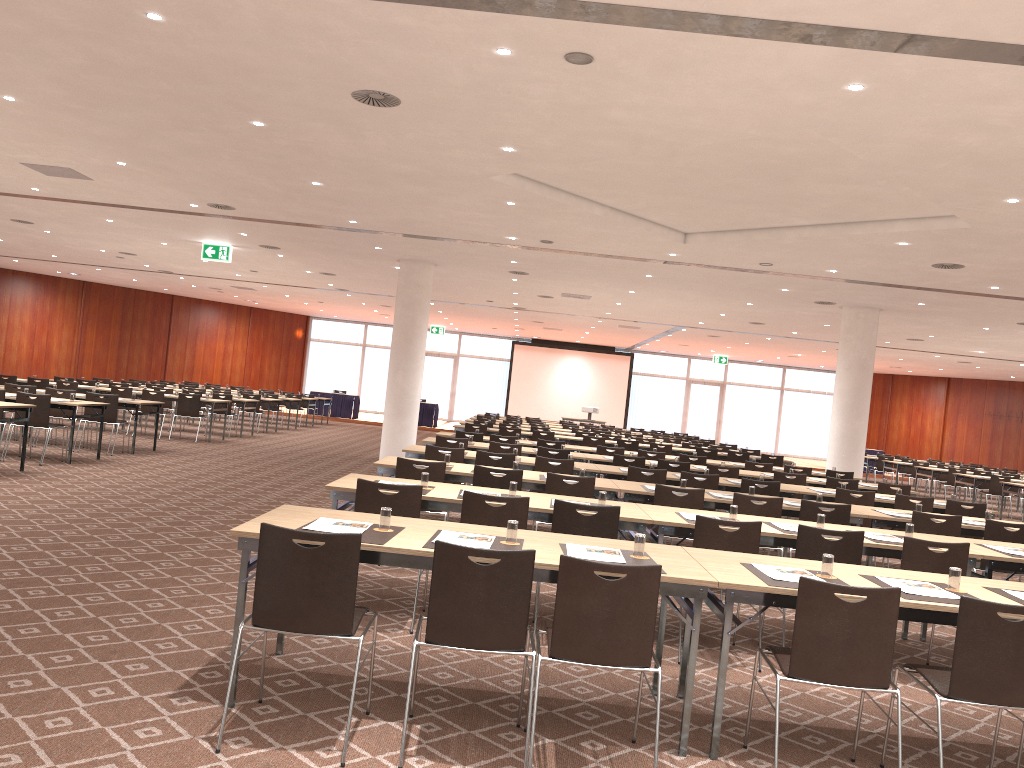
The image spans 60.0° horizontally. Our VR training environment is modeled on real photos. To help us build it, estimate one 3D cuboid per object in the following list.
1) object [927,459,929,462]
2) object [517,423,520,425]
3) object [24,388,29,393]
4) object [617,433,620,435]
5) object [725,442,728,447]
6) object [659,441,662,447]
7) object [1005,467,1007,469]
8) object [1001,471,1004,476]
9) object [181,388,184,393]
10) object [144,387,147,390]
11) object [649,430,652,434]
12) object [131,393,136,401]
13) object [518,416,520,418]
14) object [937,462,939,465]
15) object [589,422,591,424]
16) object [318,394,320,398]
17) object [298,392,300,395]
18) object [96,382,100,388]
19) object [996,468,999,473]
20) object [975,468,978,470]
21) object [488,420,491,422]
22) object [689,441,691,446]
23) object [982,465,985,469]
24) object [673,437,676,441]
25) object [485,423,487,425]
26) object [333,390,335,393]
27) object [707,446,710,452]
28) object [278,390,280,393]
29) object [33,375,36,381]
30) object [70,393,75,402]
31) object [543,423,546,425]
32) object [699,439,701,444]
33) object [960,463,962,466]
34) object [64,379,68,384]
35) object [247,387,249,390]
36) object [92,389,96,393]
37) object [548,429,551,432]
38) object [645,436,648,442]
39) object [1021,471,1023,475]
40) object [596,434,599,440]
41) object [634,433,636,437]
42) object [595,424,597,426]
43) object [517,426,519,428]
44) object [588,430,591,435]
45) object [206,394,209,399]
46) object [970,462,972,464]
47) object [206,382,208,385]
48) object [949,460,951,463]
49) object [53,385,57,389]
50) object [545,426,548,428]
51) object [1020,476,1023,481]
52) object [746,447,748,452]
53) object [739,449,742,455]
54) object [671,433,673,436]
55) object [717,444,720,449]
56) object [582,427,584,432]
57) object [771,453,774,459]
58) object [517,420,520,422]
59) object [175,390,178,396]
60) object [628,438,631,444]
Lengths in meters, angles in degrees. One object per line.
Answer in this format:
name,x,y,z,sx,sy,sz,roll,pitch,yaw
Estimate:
object,12.148,2.257,25.916,0.054,0.114,0.054,6,0,-11
object,0.140,0.938,20.015,0.054,0.114,0.054,6,0,-33
object,-6.899,0.122,12.589,0.054,0.114,0.054,6,0,-11
object,2.399,1.174,19.995,0.054,0.114,0.054,6,0,-33
object,5.307,1.499,21.968,0.054,0.114,0.054,6,0,-33
object,3.019,1.217,17.992,0.054,0.114,0.054,6,0,-33
object,14.408,2.492,25.890,0.054,0.114,0.054,6,0,-33
object,12.122,2.210,21.909,0.054,0.114,0.054,6,0,-11
object,-7.463,0.144,20.099,0.054,0.114,0.054,6,0,-33
object,-7.488,0.120,18.100,0.054,0.114,0.054,6,0,-33
object,4.057,1.412,25.987,0.054,0.114,0.054,6,0,34
object,-6.221,0.214,14.576,0.054,0.114,0.054,6,0,-11
object,0.194,1.009,26.020,0.054,0.114,0.054,6,0,34
object,11.493,2.166,23.913,0.054,0.114,0.054,6,0,-11
object,2.463,1.267,27.997,0.054,0.114,0.054,6,0,34
object,-6.109,0.373,28.080,0.054,0.114,0.054,6,0,-11
object,-6.748,0.306,28.083,0.054,0.114,0.054,6,0,-11
object,-8.456,0.019,18.108,0.054,0.114,0.054,6,0,34
object,13.093,2.334,23.903,0.054,0.114,0.054,6,0,-33
object,11.474,2.143,21.920,0.054,0.114,0.054,6,0,-11
object,-0.510,0.870,20.033,0.054,0.114,0.054,6,0,-33
object,4.003,1.341,19.976,0.054,0.114,0.054,6,0,34
object,13.762,2.425,25.894,0.054,0.114,0.054,6,0,-33
object,4.029,1.366,21.989,0.054,0.114,0.054,6,0,34
object,-0.534,0.846,18.036,0.054,0.114,0.054,6,0,-33
object,-6.320,0.259,31.434,0.054,0.114,0.054,6,0,12
object,3.992,1.318,17.988,0.054,0.114,0.054,6,0,34
object,-7.393,0.239,28.087,0.054,0.114,0.054,6,0,-11
object,-9.747,-0.116,18.111,0.054,0.114,0.054,6,0,34
object,-6.237,0.191,12.576,0.054,0.114,0.054,6,0,-11
object,0.804,1.029,22.014,0.054,0.114,0.054,6,0,34
object,4.661,1.432,21.985,0.054,0.114,0.054,6,0,34
object,13.120,2.358,25.894,0.054,0.114,0.054,6,0,-33
object,-9.103,-0.049,18.103,0.054,0.114,0.054,6,0,34
object,-8.360,0.138,28.099,0.054,0.114,0.054,6,0,-33
object,-6.882,0.145,14.585,0.054,0.114,0.054,6,0,-11
object,0.766,0.981,18.008,0.054,0.114,0.054,6,0,34
object,3.039,1.241,19.992,0.054,0.114,0.054,6,0,-33
object,13.740,2.401,23.887,0.054,0.114,0.054,6,0,-33
object,1.729,1.082,17.996,0.054,0.114,0.054,6,0,-33
object,3.049,1.263,21.995,0.054,0.114,0.054,6,0,34
object,2.450,1.244,26.002,0.054,0.114,0.054,6,0,34
object,0.116,0.914,18.029,0.054,0.114,0.054,6,0,34
object,1.741,1.105,20.010,0.054,0.114,0.054,6,0,-33
object,-6.206,0.254,18.073,0.054,0.114,0.054,6,0,-33
object,14.424,2.516,27.892,0.054,0.114,0.054,6,0,-33
object,-9.660,0.002,28.115,0.054,0.114,0.054,6,0,-33
object,13.784,2.449,27.895,0.054,0.114,0.054,6,0,-33
object,-7.526,0.078,14.594,0.054,0.114,0.054,6,0,-11
object,0.772,1.004,20.019,0.054,0.114,0.054,6,0,-33
object,11.452,2.119,19.922,0.054,0.114,0.054,6,0,-33
object,5.288,1.475,19.971,0.054,0.114,0.054,6,0,-33
object,4.626,1.384,17.977,0.054,0.114,0.054,6,0,34
object,4.695,1.479,25.980,0.054,0.114,0.054,6,0,34
object,4.657,1.409,19.982,0.054,0.114,0.054,6,0,34
object,1.764,1.129,22.000,0.054,0.114,0.054,6,0,34
object,5.285,1.453,17.966,0.054,0.114,0.054,6,0,-33
object,0.158,0.962,22.029,0.054,0.114,0.054,6,0,34
object,-6.840,0.188,18.091,0.054,0.114,0.054,6,0,-33
object,2.381,1.150,18.001,0.054,0.114,0.054,6,0,-33
